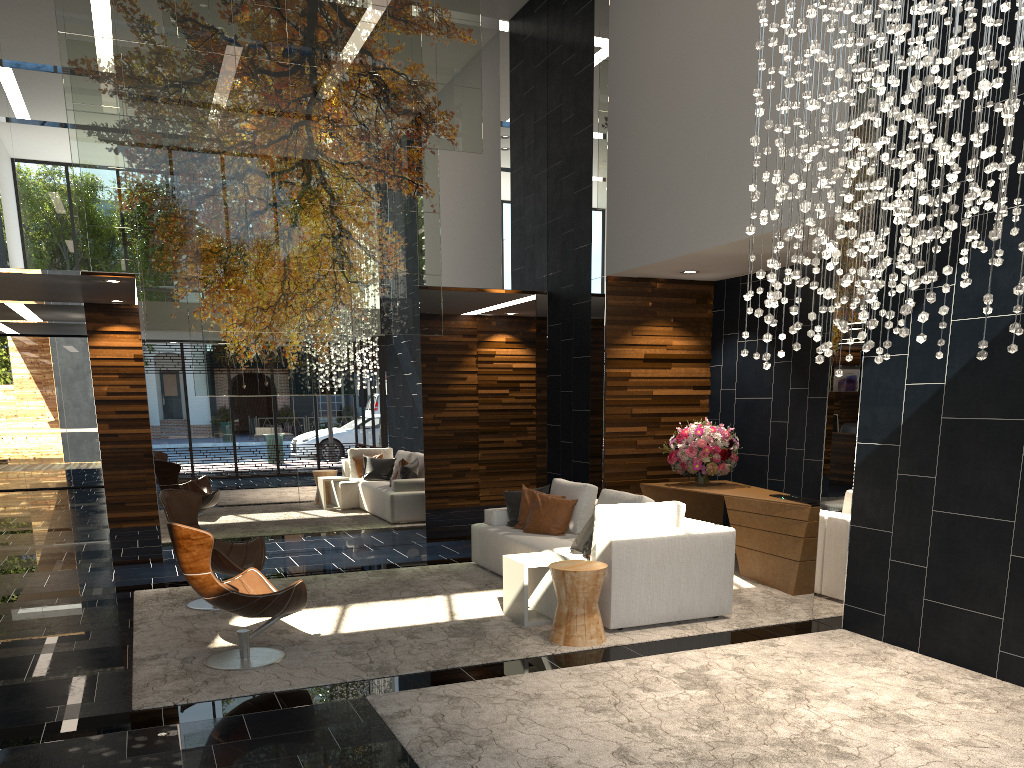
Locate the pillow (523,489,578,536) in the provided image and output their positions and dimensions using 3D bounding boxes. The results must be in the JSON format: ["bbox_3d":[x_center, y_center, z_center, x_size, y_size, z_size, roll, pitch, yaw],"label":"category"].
[{"bbox_3d":[0.325,1.162,7.735,0.515,0.427,0.262,3,9,37],"label":"pillow"}]

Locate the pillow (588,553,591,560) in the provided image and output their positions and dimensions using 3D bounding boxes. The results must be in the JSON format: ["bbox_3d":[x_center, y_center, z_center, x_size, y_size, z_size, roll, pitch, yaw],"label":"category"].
[{"bbox_3d":[0.781,1.138,6.461,0.516,0.427,0.261,-3,9,-27],"label":"pillow"}]

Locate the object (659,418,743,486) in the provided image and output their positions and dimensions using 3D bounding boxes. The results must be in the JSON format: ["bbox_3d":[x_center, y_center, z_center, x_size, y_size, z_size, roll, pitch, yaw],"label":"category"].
[{"bbox_3d":[1.903,0.673,8.578,0.684,0.699,0.646,-4,7,-32],"label":"object"}]

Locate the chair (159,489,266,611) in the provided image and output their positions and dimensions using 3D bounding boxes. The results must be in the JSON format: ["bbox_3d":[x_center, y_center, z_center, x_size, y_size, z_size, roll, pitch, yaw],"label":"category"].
[{"bbox_3d":[-2.394,1.308,6.847,0.788,0.962,0.652,0,8,5],"label":"chair"}]

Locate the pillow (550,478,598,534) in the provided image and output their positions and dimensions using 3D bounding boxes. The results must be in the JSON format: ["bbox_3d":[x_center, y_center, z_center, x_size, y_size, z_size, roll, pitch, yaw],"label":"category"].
[{"bbox_3d":[0.528,1.119,7.932,0.246,0.465,0.703,-5,4,-23],"label":"pillow"}]

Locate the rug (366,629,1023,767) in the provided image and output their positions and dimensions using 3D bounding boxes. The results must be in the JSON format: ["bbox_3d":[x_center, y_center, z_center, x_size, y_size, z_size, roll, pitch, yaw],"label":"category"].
[{"bbox_3d":[1.215,1.715,4.394,3.401,0.006,2.286,0,-1,-23],"label":"rug"}]

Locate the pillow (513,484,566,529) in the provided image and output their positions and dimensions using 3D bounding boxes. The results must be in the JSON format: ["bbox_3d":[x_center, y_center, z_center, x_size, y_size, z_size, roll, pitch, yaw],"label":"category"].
[{"bbox_3d":[0.248,1.141,7.935,0.545,0.445,0.236,2,9,32],"label":"pillow"}]

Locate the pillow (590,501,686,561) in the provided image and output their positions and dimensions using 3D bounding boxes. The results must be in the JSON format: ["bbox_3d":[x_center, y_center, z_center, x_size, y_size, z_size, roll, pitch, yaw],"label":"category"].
[{"bbox_3d":[0.920,1.091,6.304,0.709,0.475,0.211,-2,10,-21],"label":"pillow"}]

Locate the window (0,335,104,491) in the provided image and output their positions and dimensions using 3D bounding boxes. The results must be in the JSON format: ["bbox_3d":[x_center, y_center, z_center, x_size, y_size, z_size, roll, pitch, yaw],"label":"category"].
[{"bbox_3d":[-9.504,0.553,15.741,3.938,2.940,0.058,-2,12,-22],"label":"window"}]

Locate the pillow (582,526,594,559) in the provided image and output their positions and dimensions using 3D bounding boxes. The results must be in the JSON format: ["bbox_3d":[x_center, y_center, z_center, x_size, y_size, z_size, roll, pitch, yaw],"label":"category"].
[{"bbox_3d":[0.743,1.155,6.659,0.252,0.428,0.543,6,7,35],"label":"pillow"}]

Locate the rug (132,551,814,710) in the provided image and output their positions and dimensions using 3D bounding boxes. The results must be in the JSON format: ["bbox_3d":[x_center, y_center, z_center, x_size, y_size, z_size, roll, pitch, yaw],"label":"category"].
[{"bbox_3d":[0.061,1.769,7.173,5.875,0.006,3.145,0,-1,-23],"label":"rug"}]

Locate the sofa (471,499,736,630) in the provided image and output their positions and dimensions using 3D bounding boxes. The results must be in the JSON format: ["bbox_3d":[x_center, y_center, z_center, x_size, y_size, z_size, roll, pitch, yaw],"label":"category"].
[{"bbox_3d":[0.492,1.413,7.342,1.285,0.703,2.790,-1,0,-23],"label":"sofa"}]

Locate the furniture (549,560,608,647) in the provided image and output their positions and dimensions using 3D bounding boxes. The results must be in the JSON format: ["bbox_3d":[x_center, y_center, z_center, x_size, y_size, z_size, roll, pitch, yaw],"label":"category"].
[{"bbox_3d":[0.445,1.478,5.828,0.392,0.539,0.379,1,8,12],"label":"furniture"}]

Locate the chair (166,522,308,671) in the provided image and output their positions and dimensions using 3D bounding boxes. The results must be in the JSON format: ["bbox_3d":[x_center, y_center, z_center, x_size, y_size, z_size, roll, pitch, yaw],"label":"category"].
[{"bbox_3d":[-1.660,1.278,5.356,0.668,0.961,0.770,5,9,35],"label":"chair"}]

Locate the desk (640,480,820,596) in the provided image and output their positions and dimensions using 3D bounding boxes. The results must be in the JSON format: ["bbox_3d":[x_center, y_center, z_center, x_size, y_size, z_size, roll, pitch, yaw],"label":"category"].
[{"bbox_3d":[2.206,1.388,8.155,0.985,0.771,2.195,-2,1,-23],"label":"desk"}]

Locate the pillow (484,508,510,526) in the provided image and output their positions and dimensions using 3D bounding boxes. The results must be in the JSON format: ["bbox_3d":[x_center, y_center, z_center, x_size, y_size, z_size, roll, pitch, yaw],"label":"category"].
[{"bbox_3d":[0.043,1.277,8.400,0.619,0.156,0.234,0,3,-28],"label":"pillow"}]

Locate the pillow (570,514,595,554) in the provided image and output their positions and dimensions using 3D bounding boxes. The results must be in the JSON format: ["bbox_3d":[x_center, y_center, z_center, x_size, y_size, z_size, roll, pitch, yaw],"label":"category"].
[{"bbox_3d":[0.663,1.161,6.820,0.297,0.376,0.493,3,5,27],"label":"pillow"}]

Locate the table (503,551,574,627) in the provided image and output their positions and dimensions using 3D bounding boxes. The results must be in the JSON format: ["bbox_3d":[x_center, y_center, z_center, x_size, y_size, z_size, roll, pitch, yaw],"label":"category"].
[{"bbox_3d":[0.194,1.516,6.412,0.398,0.482,0.389,-3,7,-23],"label":"table"}]

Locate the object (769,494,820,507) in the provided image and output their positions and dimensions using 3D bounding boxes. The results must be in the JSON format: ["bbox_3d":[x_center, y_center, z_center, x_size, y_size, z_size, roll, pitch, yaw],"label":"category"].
[{"bbox_3d":[2.478,0.991,7.375,0.241,0.027,0.694,0,-1,-13],"label":"object"}]

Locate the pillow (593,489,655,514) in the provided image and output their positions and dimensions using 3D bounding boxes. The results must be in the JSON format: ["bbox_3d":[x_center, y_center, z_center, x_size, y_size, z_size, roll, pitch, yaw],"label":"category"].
[{"bbox_3d":[0.877,1.110,7.124,0.289,0.449,0.702,-4,4,-22],"label":"pillow"}]

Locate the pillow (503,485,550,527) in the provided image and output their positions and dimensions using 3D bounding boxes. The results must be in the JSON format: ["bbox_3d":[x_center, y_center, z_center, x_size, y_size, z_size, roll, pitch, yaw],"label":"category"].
[{"bbox_3d":[0.141,1.148,8.122,0.552,0.429,0.247,1,9,24],"label":"pillow"}]
